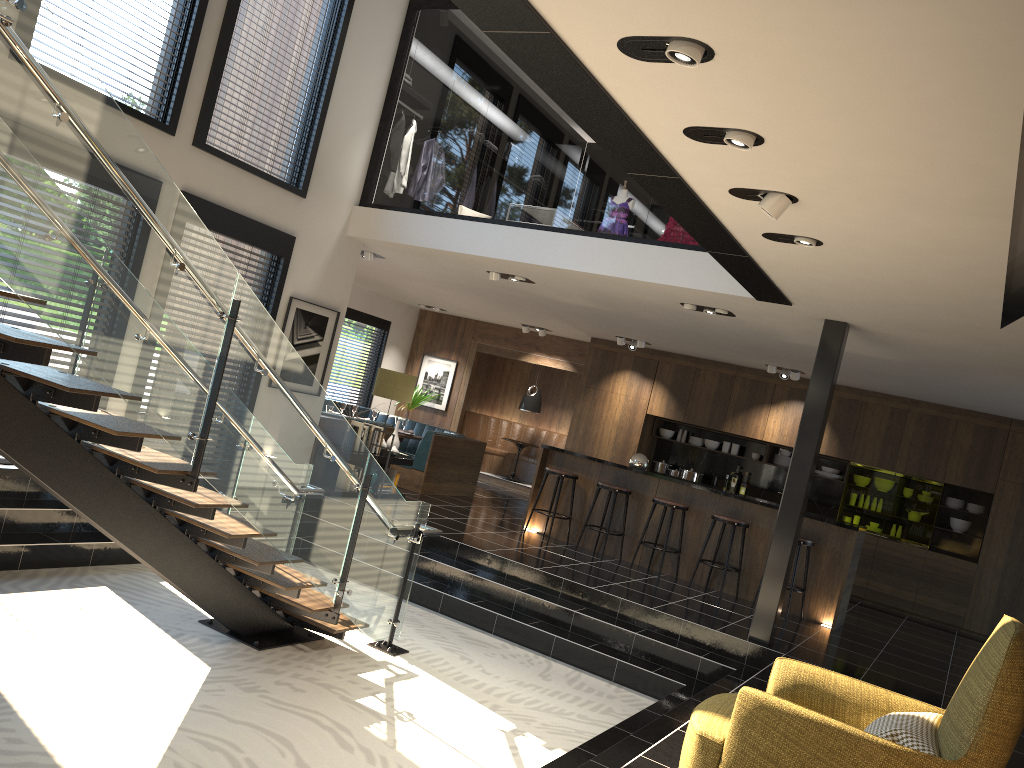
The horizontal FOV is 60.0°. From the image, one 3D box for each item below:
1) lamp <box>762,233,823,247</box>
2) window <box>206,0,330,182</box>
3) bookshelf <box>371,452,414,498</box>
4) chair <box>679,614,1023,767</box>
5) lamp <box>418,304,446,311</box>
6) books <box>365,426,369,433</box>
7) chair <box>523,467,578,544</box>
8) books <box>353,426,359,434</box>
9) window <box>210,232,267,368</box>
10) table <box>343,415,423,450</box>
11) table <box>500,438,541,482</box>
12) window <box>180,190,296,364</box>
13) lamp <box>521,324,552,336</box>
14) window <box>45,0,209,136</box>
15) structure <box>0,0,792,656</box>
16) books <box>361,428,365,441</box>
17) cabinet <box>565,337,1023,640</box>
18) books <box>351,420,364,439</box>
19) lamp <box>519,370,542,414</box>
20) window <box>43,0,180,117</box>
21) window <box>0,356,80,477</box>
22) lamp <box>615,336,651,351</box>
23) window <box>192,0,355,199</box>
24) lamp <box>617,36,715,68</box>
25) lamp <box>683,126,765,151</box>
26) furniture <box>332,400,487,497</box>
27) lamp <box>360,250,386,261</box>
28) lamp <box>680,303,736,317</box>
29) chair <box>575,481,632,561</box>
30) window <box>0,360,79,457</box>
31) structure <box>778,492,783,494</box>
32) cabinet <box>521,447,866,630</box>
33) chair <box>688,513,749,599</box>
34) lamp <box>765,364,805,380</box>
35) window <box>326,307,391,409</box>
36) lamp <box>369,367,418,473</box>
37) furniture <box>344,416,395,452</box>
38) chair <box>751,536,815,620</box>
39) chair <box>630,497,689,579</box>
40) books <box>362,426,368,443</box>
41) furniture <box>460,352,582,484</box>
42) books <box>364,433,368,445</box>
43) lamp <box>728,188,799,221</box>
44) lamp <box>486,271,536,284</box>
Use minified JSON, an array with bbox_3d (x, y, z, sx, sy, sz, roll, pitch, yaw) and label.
[{"bbox_3d":[1.612,-0.880,5.059,0.346,0.158,0.195,13,-1,29],"label":"lamp"},{"bbox_3d":[-2.224,-3.129,8.088,0.005,2.297,1.223,14,-1,29],"label":"window"},{"bbox_3d":[-1.662,1.009,9.922,0.355,0.500,1.306,13,-1,29],"label":"bookshelf"},{"bbox_3d":[1.167,1.232,3.117,1.029,1.097,0.809,13,-1,28],"label":"chair"},{"bbox_3d":[-1.364,-1.364,15.303,0.501,0.213,0.349,13,-1,29],"label":"lamp"},{"bbox_3d":[-1.674,0.595,9.821,0.141,0.280,0.031,13,-1,29],"label":"books"},{"bbox_3d":[0.478,1.381,10.112,0.412,0.799,0.413,13,-1,38],"label":"chair"},{"bbox_3d":[-1.764,0.578,9.673,0.156,0.263,0.026,13,-1,29],"label":"books"},{"bbox_3d":[-2.904,-0.357,8.062,0.005,2.297,1.223,14,-1,29],"label":"window"},{"bbox_3d":[-2.023,0.886,12.307,1.536,0.661,0.824,13,-1,29],"label":"table"},{"bbox_3d":[0.086,1.313,15.198,0.702,0.643,0.702,14,-1,3],"label":"table"},{"bbox_3d":[-2.847,-0.344,8.021,0.357,2.475,1.395,13,-1,29],"label":"window"},{"bbox_3d":[0.397,-0.921,14.311,0.501,0.280,0.349,13,-1,29],"label":"lamp"},{"bbox_3d":[-2.901,-3.328,6.655,0.357,2.475,1.395,13,-1,29],"label":"window"},{"bbox_3d":[-0.997,-0.228,4.462,3.443,4.867,7.290,13,-1,28],"label":"structure"},{"bbox_3d":[-1.715,0.592,9.717,0.172,0.262,0.030,13,-1,29],"label":"books"},{"bbox_3d":[4.040,1.327,12.319,6.883,2.690,0.870,13,-1,29],"label":"cabinet"},{"bbox_3d":[-1.715,0.565,9.684,0.160,0.312,0.035,13,-1,29],"label":"books"},{"bbox_3d":[0.412,0.004,15.193,0.390,0.974,0.389,14,-1,-18],"label":"lamp"},{"bbox_3d":[-2.958,-3.341,6.696,0.005,2.297,1.223,14,-1,29],"label":"window"},{"bbox_3d":[-3.609,-0.564,6.577,0.357,2.475,1.500,13,-1,29],"label":"window"},{"bbox_3d":[1.728,-0.626,12.620,0.501,0.294,0.349,13,-1,29],"label":"lamp"},{"bbox_3d":[-2.167,-3.116,8.047,0.357,2.475,1.395,13,-1,29],"label":"window"},{"bbox_3d":[0.532,-1.182,3.016,0.346,0.177,0.195,13,-1,29],"label":"lamp"},{"bbox_3d":[0.891,-1.078,3.698,0.346,0.177,0.195,13,-1,29],"label":"lamp"},{"bbox_3d":[-1.870,0.845,12.543,2.606,0.822,1.367,13,-1,29],"label":"furniture"},{"bbox_3d":[-1.720,-1.549,10.287,0.501,0.248,0.349,13,-1,29],"label":"lamp"},{"bbox_3d":[1.845,-0.748,8.292,0.501,0.194,0.349,13,-1,29],"label":"lamp"},{"bbox_3d":[1.042,1.512,9.796,0.412,0.799,0.413,13,-1,38],"label":"chair"},{"bbox_3d":[-3.666,-0.577,6.618,0.005,2.297,1.315,14,-1,29],"label":"window"},{"bbox_3d":[3.767,1.638,12.265,0.242,0.231,0.174,13,-1,28],"label":"structure"},{"bbox_3d":[1.907,1.622,9.831,3.559,0.994,0.699,13,-1,29],"label":"cabinet"},{"bbox_3d":[2.169,1.774,9.164,0.412,0.799,0.413,13,-1,38],"label":"chair"},{"bbox_3d":[3.573,-0.204,11.586,0.501,0.280,0.349,13,-1,29],"label":"lamp"},{"bbox_3d":[-2.867,-0.108,14.994,0.312,2.373,1.507,13,-1,29],"label":"window"},{"bbox_3d":[-1.468,0.553,9.428,0.638,1.445,0.436,14,-1,-36],"label":"lamp"},{"bbox_3d":[-2.906,0.548,10.662,2.606,0.822,1.367,13,-1,29],"label":"furniture"},{"bbox_3d":[2.732,1.905,8.848,0.412,0.799,0.413,13,-1,38],"label":"chair"},{"bbox_3d":[1.605,1.643,9.480,0.412,0.799,0.413,13,-1,38],"label":"chair"},{"bbox_3d":[-1.681,0.594,9.761,0.160,0.276,0.030,13,-1,29],"label":"books"},{"bbox_3d":[0.492,0.584,15.615,2.635,2.335,1.176,13,-1,28],"label":"furniture"},{"bbox_3d":[-1.686,0.625,9.791,0.170,0.214,0.025,13,-1,29],"label":"books"},{"bbox_3d":[1.242,-0.940,4.377,0.346,0.247,0.195,13,-1,29],"label":"lamp"},{"bbox_3d":[-0.002,-1.158,9.325,0.501,0.231,0.349,13,-1,29],"label":"lamp"}]
